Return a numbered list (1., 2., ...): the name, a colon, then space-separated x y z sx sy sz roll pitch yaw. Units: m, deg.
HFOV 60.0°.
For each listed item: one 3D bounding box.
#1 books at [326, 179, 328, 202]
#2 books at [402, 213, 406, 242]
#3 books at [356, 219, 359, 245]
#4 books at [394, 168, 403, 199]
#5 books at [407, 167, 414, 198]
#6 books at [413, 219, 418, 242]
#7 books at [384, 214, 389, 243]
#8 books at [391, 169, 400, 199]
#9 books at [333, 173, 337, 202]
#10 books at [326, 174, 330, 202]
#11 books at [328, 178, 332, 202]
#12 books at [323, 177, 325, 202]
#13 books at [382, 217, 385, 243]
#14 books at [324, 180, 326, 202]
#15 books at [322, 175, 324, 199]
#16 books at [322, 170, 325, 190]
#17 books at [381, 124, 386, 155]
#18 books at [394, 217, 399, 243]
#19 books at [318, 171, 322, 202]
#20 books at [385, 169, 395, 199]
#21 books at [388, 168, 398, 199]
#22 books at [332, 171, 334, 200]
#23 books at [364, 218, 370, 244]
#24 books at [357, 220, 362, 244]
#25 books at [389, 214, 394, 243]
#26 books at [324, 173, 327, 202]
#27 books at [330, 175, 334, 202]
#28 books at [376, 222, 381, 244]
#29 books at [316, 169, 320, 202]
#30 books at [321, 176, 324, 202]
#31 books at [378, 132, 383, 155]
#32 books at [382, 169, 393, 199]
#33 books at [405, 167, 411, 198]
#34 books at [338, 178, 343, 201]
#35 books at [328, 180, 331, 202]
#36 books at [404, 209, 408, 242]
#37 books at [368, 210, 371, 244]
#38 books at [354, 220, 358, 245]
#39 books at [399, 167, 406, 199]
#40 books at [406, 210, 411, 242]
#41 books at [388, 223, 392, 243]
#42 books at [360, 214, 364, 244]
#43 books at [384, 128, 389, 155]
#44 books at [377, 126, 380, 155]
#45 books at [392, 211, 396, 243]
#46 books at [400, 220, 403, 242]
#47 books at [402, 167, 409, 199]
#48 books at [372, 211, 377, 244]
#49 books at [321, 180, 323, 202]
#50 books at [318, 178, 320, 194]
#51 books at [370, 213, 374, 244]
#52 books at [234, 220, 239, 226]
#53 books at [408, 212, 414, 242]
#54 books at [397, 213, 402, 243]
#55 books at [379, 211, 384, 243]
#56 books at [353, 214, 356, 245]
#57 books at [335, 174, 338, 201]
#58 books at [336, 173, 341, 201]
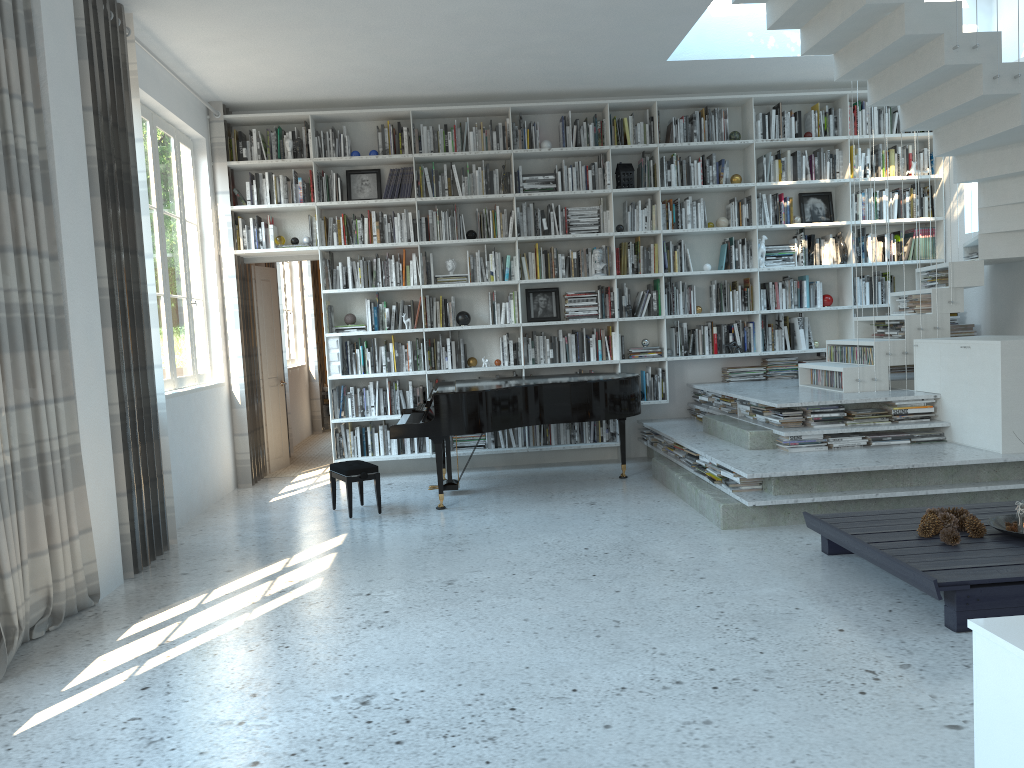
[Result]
1. books: -1.586 -1.668 7.662 0.010 0.249 0.166 -3 4 -3
2. books: -0.937 -1.348 7.735 0.024 0.266 0.155 -3 4 -3
3. books: -1.334 -1.306 7.703 0.011 0.229 0.170 -3 4 -3
4. books: -0.978 -1.718 7.689 0.097 0.283 0.174 -3 4 -3
5. books: -0.877 -1.727 7.701 0.078 0.286 0.174 -3 4 -3
6. books: -0.832 -1.319 7.699 0.039 0.202 0.235 -3 4 -3
7. books: -1.090 -1.336 7.724 0.029 0.261 0.157 -3 4 -3
8. books: -1.009 -1.715 7.707 0.110 0.280 0.174 -3 4 -3
9. books: -1.518 -1.676 7.649 0.023 0.258 0.183 -3 4 -3
10. books: -1.577 -1.666 7.641 0.004 0.246 0.188 -3 4 -3
11. books: -1.554 -1.654 7.649 0.018 0.219 0.186 -3 4 -3
12. books: -1.607 -1.656 7.649 0.009 0.229 0.184 -3 4 -3
13. books: -1.109 -1.320 7.710 0.013 0.232 0.171 -3 4 -3
14. books: -1.599 -1.649 7.640 0.004 0.214 0.186 -3 4 -3
15. books: -1.621 -1.680 7.659 0.005 0.278 0.146 -3 4 -3
16. books: -1.617 -1.687 7.662 0.006 0.289 0.144 -3 4 -3
17. books: -1.102 -2.078 7.657 0.024 0.280 0.187 -3 4 -3
18. books: -0.998 -1.325 7.712 0.030 0.231 0.172 -3 4 -3
19. books: -1.648 -1.683 7.654 0.006 0.287 0.148 -3 4 -3
20. books: -1.054 -1.712 7.705 0.110 0.280 0.174 -3 4 -3
21. books: -1.030 -1.712 7.688 0.110 0.280 0.174 -3 4 -3
22. books: -1.533 -1.687 7.657 0.005 0.281 0.190 -3 4 -3
23. books: -1.261 -1.315 7.709 0.047 0.238 0.162 -3 4 -3
24. books: -1.312 -1.301 7.698 0.031 0.217 0.173 -3 4 -3
25. books: -1.044 -1.339 7.730 0.035 0.261 0.131 -3 4 -3
26. books: -1.595 -1.673 7.652 0.009 0.260 0.183 -3 4 -3
27. books: -1.544 -1.668 7.659 0.019 0.244 0.153 -3 4 -3
28. books: -1.153 -1.298 7.693 0.029 0.195 0.191 -3 4 -3
29. books: -1.661 -1.685 7.643 0.005 0.293 0.184 -3 4 -3
30. books: -1.626 -1.661 7.661 0.005 0.238 0.154 -3 4 -3
31. books: -1.127 -2.046 7.662 0.028 0.218 0.153 -3 4 -3
32. books: -1.076 -1.710 7.694 0.110 0.280 0.174 -3 4 -3
33. books: -0.901 -1.726 7.713 0.078 0.286 0.174 -3 4 -3
34. books: -1.477 -1.656 7.653 0.012 0.214 0.185 -3 4 -3
35. books: -1.571 -1.653 7.683 0.012 0.215 0.132 -3 4 -3
36. books: -0.918 -1.359 7.707 0.012 0.291 0.182 -3 4 -3
37. books: -1.232 -1.349 7.712 0.014 0.304 0.151 -3 4 -3
38. books: -1.346 -1.299 7.696 0.014 0.218 0.164 -3 4 -3
39. books: -0.946 -1.724 7.710 0.078 0.286 0.174 -3 4 -3
40. books: -0.902 -1.360 7.720 0.022 0.289 0.169 -3 4 -3
41. books: -1.063 -1.300 7.727 0.022 0.186 0.136 -3 4 -3
42. books: -1.291 -1.330 7.702 0.014 0.273 0.180 -3 4 -3
43. books: -1.075 -2.064 7.658 0.028 0.249 0.155 -3 4 -3
44. books: -1.149 -2.075 7.671 0.013 0.278 0.150 -3 4 -3
45. books: -1.020 -1.349 7.713 0.012 0.281 0.188 -3 4 -3
46. books: -0.954 -1.316 7.727 0.013 0.206 0.172 -3 4 -3
47. books: -0.924 -1.725 7.716 0.078 0.286 0.174 -3 4 -3
48. books: -1.185 -1.342 7.691 0.030 0.286 0.185 -3 4 -3
49. books: -1.635 -1.643 7.662 0.015 0.207 0.172 -3 4 -3
50. books: -1.655 -1.657 7.679 0.006 0.233 0.135 -3 4 -3
51. books: -1.212 -1.333 7.695 0.023 0.271 0.186 -3 4 -3
52. books: -2.369 -1.267 7.623 0.011 0.273 0.188 -3 4 -3
53. books: -0.873 -1.349 7.720 0.035 0.264 0.177 -3 4 -3
54. books: -0.972 -1.343 7.712 0.022 0.263 0.174 -3 4 -3
55. books: -1.130 -1.346 7.718 0.025 0.286 0.161 -3 4 -3
56. books: -1.361 -1.329 7.705 0.012 0.277 0.150 -3 4 -3
57. books: -1.502 -1.673 7.659 0.011 0.250 0.168 -3 4 -3
58. books: -1.490 -1.676 7.658 0.012 0.255 0.166 -3 4 -3
